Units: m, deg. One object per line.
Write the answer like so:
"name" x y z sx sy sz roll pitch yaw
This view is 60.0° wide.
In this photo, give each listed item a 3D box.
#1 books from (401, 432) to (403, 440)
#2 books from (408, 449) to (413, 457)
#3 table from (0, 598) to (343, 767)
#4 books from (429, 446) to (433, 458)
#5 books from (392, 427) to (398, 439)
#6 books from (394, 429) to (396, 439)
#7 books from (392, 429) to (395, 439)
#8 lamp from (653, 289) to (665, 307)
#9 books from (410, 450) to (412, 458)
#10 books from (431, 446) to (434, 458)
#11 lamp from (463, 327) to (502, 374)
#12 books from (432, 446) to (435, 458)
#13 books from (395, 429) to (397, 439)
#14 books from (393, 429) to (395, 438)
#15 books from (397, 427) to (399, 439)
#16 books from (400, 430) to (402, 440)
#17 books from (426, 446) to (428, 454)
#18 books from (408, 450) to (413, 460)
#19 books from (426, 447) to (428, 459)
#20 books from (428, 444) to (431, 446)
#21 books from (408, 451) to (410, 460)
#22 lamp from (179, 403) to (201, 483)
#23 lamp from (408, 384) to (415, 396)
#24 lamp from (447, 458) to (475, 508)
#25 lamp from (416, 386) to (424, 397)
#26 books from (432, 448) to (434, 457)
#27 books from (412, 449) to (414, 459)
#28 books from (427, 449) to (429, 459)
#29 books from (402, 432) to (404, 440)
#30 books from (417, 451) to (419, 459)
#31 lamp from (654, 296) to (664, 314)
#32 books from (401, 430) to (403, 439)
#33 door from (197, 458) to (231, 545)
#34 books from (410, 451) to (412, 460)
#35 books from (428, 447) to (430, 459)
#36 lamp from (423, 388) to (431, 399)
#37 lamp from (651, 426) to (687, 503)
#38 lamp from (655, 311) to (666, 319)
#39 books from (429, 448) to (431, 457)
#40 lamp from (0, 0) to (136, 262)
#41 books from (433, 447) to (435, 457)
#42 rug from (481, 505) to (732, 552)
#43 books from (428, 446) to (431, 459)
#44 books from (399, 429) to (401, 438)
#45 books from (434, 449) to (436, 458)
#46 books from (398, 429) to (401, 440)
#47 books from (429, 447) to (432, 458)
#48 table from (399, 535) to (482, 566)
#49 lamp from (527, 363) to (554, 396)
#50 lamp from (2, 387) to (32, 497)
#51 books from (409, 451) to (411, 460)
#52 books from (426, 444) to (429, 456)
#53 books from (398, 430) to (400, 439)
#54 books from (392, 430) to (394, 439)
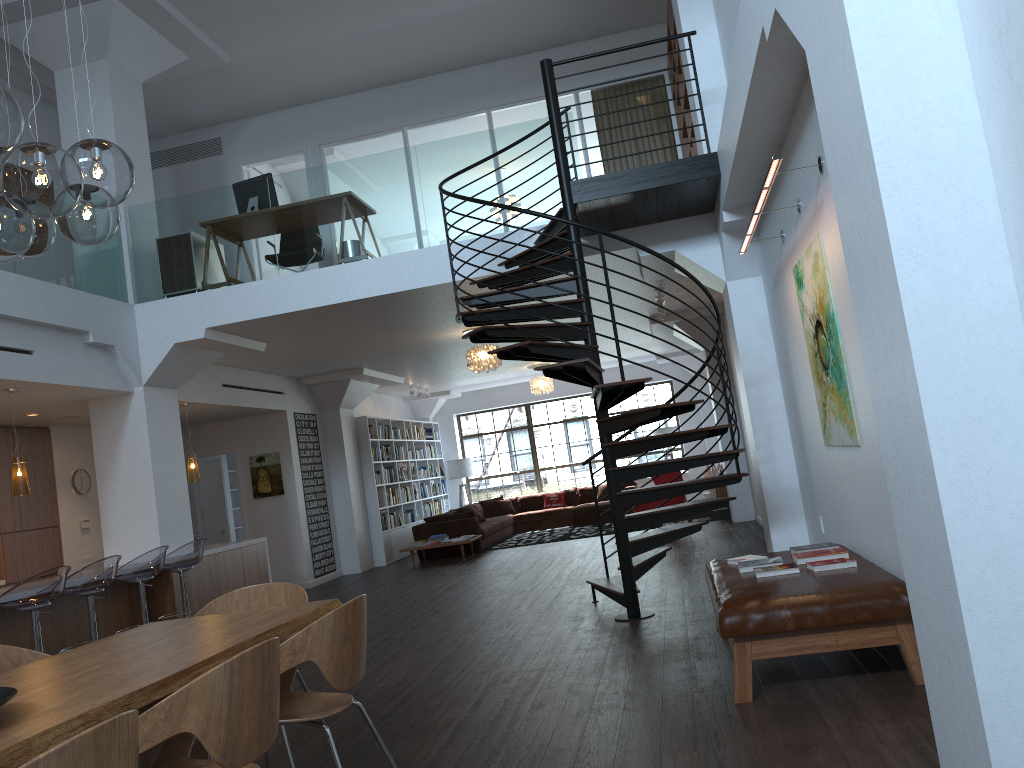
"books" -2.081 0.944 16.223 0.134 0.184 0.030 -9 -5 9
"books" -1.942 1.332 16.648 0.146 0.202 0.027 -9 -5 9
"table" -1.553 1.303 2.251 1.012 0.750 3.803 -9 -5 10
"books" -1.706 1.394 17.942 0.183 0.253 0.034 -9 -5 9
"books" -2.131 0.901 15.949 0.140 0.231 0.042 -9 -5 9
"books" -2.150 0.903 15.783 0.146 0.202 0.027 -9 -5 9
"books" -2.162 0.904 15.724 0.139 0.191 0.036 -9 -5 9
"lamp" 1.697 -0.983 10.173 0.120 0.211 0.111 -7 -6 -16
"books" -1.943 1.338 16.585 0.128 0.178 0.021 -9 -5 9
"books" -1.699 1.398 18.025 0.180 0.259 0.060 -9 -5 9
"lamp" -0.366 -0.412 11.079 0.442 0.539 0.441 -4 -7 -38
"books" -1.687 1.409 18.122 0.183 0.253 0.034 -9 -5 9
"books" -2.139 0.909 15.864 0.146 0.202 0.027 -9 -5 9
"books" -2.163 0.902 15.757 0.146 0.202 0.027 -9 -5 9
"books" -2.127 0.907 15.998 0.158 0.226 0.052 -9 -5 9
"books" -2.080 0.942 16.175 0.128 0.178 0.022 -9 -5 9
"books" -1.759 1.375 17.645 0.160 0.250 0.026 -9 -5 9
"books" -1.942 1.334 16.615 0.139 0.191 0.036 -9 -5 9
"books" -1.784 1.358 17.604 0.198 0.284 0.066 -9 -5 9
"books" -1.712 1.380 17.980 0.176 0.290 0.036 -9 -5 9
"books" -1.962 1.335 16.458 0.120 0.167 0.020 -9 -5 9
"lamp" -3.657 0.669 10.075 0.149 0.900 0.149 -5 -7 -35
"lamp" -1.809 0.104 16.017 0.111 0.211 0.120 -14 -7 43
"lamp" -0.992 2.366 18.612 0.545 1.579 0.545 -8 -5 -2
"lamp" -1.720 0.139 16.514 0.120 0.211 0.111 -5 -6 -31
"books" -1.688 1.405 18.066 0.160 0.250 0.026 -9 -5 9
"books" -1.929 1.333 16.673 0.146 0.202 0.027 -9 -5 9
"books" -1.750 1.390 17.668 0.161 0.223 0.026 -9 -5 9
"books" -2.052 0.960 16.281 0.110 0.153 0.019 -9 -5 9
"books" -1.866 1.370 17.013 0.126 0.173 0.032 -9 -5 9
"lamp" 1.789 -0.948 10.682 0.120 0.211 0.111 -5 -6 -31
"books" -2.074 0.948 16.248 0.128 0.178 0.022 -9 -5 9
"door" -4.688 2.190 13.487 0.826 2.032 0.174 -9 -5 9
"books" -1.948 1.339 16.558 0.126 0.173 0.032 -9 -5 9
"books" -1.746 1.382 17.752 0.183 0.253 0.034 -9 -5 9
"lamp" -1.628 0.174 17.023 0.120 0.211 0.111 -7 -6 -16
"lamp" 3.187 1.661 17.805 0.545 1.579 0.545 -11 -6 20
"lamp" 1.878 -0.914 11.179 0.111 0.211 0.120 -14 -7 43
"books" -1.731 1.391 17.829 0.171 0.246 0.057 -9 -5 9
"lamp" -1.923 -1.481 2.832 0.849 2.140 1.787 -9 -5 8
"books" -1.679 1.418 18.160 0.174 0.240 0.045 -9 -5 9
"rug" 1.753 2.418 15.117 4.200 0.007 3.100 -10 -6 11
"books" -1.736 1.384 17.784 0.183 0.253 0.034 -9 -5 9
"books" -2.096 0.930 16.123 0.136 0.196 0.045 -9 -5 9
"books" -1.668 1.427 18.225 0.168 0.231 0.037 -9 -5 9
"books" -2.101 0.929 16.082 0.139 0.191 0.036 -9 -5 9
"books" -1.723 1.400 17.905 0.174 0.240 0.045 -9 -5 9
"table" -1.058 2.555 13.548 1.100 0.271 0.853 -9 -5 9
"lamp" 0.525 -0.069 16.049 0.442 0.539 0.441 -4 -7 -38
"lamp" -3.189 -0.030 8.328 2.842 1.807 0.149 -4 -7 -41
"books" -1.947 1.337 16.508 0.107 0.167 0.017 -9 -5 9
"books" -1.757 1.361 17.711 0.176 0.290 0.053 -9 -5 9
"books" -2.115 0.908 16.046 0.140 0.231 0.042 -9 -5 9
"books" -2.164 0.908 15.694 0.128 0.178 0.021 -9 -5 9
